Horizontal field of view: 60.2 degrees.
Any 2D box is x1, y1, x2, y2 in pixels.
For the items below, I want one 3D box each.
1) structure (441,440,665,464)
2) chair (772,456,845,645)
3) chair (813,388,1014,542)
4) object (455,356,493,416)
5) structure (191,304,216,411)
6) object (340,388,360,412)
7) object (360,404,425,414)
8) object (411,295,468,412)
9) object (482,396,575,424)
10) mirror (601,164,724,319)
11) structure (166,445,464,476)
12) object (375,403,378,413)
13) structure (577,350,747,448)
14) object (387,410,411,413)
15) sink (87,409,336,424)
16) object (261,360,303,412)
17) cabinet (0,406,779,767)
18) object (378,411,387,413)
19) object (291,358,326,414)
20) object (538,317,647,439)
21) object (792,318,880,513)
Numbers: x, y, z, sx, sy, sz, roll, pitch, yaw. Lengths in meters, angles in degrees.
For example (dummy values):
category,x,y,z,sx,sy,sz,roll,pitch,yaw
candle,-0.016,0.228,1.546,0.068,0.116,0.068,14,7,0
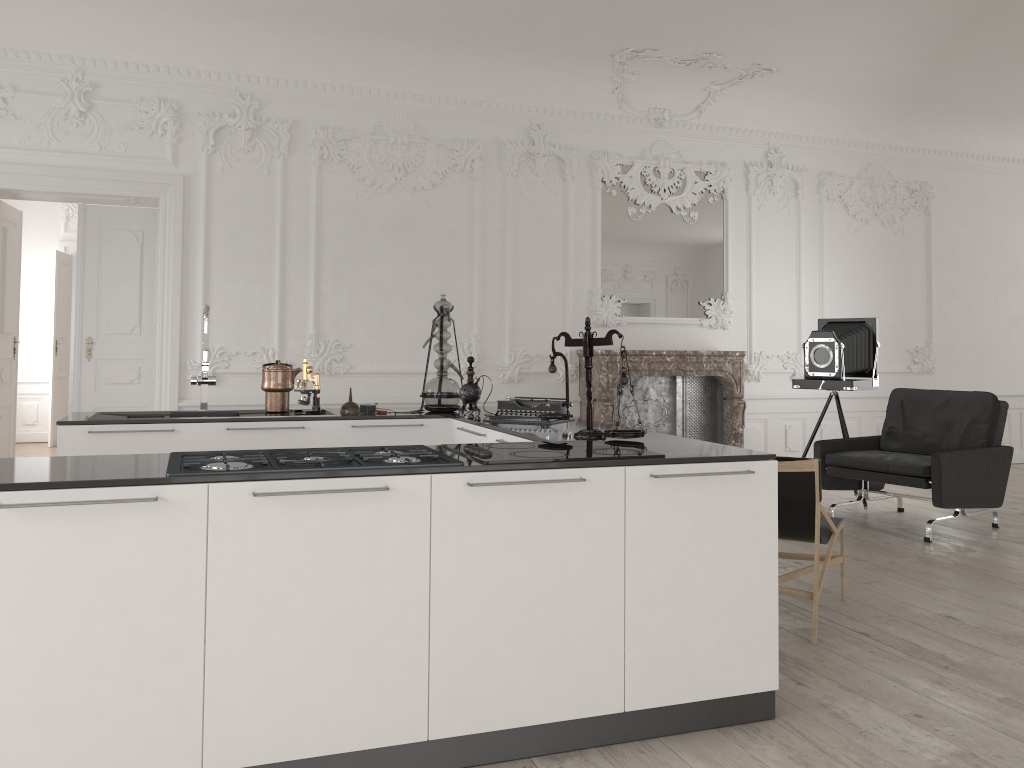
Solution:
category,x,y,z,sx,sy,sz,roll,pitch,yaw
structure,0.125,0.220,3.033,0.628,0.021,0.506,0,2,-20
chair,1.214,0.695,4.210,0.630,0.772,0.780,0,0,25
chair,2.908,0.529,6.373,1.086,0.965,0.973,0,0,-35
object,-0.197,0.007,4.717,0.222,0.313,0.203,1,-1,-22
structure,-1.651,-0.138,4.740,0.130,0.583,0.279,1,-2,-20
object,-0.887,0.086,4.856,0.111,0.132,0.111,1,-1,-14
object,-0.628,0.133,4.797,0.375,0.045,0.123,-1,2,-31
object,-0.357,-0.173,4.930,0.294,0.652,0.318,0,-2,24
object,0.080,0.123,4.374,0.383,0.111,0.316,1,2,25
mirror,1.461,-1.355,8.538,1.434,1.576,0.009,1,-2,-20
structure,-0.624,0.228,2.765,0.842,0.014,0.520,0,2,-20
object,-0.729,0.129,4.750,0.017,0.056,0.017,2,-3,-40
structure,1.378,0.310,8.256,1.544,1.251,0.658,0,-1,-20
object,-0.633,0.151,4.882,0.140,0.004,0.093,-1,3,-40
sink,-1.535,0.223,4.581,1.165,0.141,0.485,0,2,-20
object,-1.281,0.008,4.867,0.208,0.280,0.186,0,-1,21
cabinet,-0.706,0.636,3.800,2.460,0.884,2.705,0,2,-20
object,-0.701,0.150,4.787,0.039,0.011,0.026,-1,2,-40
object,-1.086,0.008,4.750,0.132,0.292,0.169,-1,-2,40
object,0.310,-0.028,3.579,0.513,0.492,0.167,0,-1,43
object,2.699,0.213,7.287,0.654,1.526,0.710,2,-2,-45
